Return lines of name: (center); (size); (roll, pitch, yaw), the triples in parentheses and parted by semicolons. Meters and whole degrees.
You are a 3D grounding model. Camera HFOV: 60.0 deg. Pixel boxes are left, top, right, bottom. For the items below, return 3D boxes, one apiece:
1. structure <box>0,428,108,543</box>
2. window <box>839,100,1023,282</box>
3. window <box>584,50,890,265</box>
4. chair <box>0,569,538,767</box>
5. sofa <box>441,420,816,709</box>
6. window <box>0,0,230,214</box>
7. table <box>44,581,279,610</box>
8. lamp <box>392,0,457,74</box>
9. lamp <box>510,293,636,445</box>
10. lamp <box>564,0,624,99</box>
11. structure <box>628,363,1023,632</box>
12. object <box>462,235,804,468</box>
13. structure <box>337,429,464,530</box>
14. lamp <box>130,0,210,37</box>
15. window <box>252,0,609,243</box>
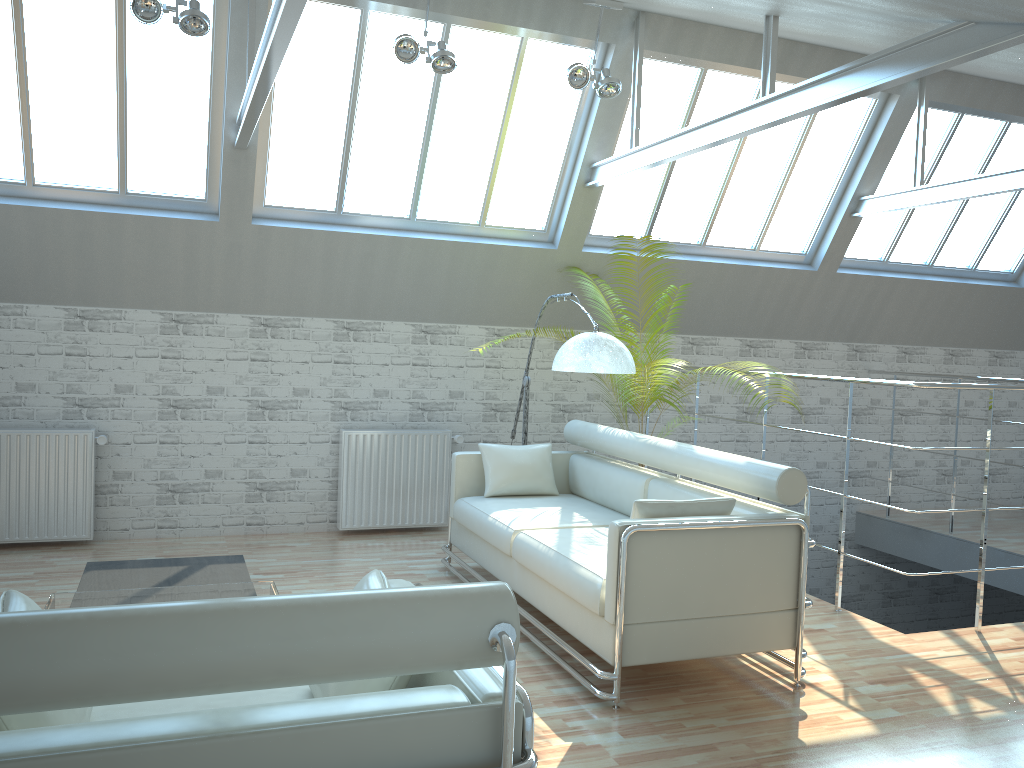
structure: (-6.547, 1.374, 12.071); (1.892, 1.524, 0.508); (1, 3, -21)
window: (8.293, -3.446, 16.217); (4.651, 2.787, 1.897); (1, 3, -21)
window: (3.555, -3.551, 14.389); (4.651, 2.787, 1.897); (1, 3, -21)
chair: (-1.421, 1.777, 4.163); (2.507, 2.001, 2.201); (1, 3, -21)
sofa: (0.940, 1.609, 9.990); (2.199, 1.999, 4.866); (1, 3, -21)
window: (-5.922, -3.761, 10.732); (4.651, 2.787, 1.897); (1, 3, -21)
table: (-2.708, 2.147, 6.931); (1.726, 0.867, 1.015); (1, 3, -21)
lamp: (-0.994, -4.352, 10.459); (0.808, 1.172, 0.618); (1, 3, -17)
lamp: (0.490, 0.612, 12.511); (1.015, 3.709, 4.621); (2, 3, -15)
lamp: (1.086, -4.306, 11.262); (0.808, 1.172, 0.619); (1, 3, -17)
structure: (5.639, 1.245, 13.488); (5.366, 2.781, 6.483); (1, 3, -21)
object: (1.483, 0.335, 12.177); (5.015, 4.386, 3.777); (5, 4, 44)
structure: (-1.756, 1.480, 13.920); (1.892, 1.524, 0.508); (1, 3, -21)
lamp: (-3.629, -4.410, 9.442); (0.808, 1.172, 0.619); (1, 3, -17)
window: (-1.184, -3.656, 12.560); (4.651, 2.787, 1.897); (1, 3, -21)
